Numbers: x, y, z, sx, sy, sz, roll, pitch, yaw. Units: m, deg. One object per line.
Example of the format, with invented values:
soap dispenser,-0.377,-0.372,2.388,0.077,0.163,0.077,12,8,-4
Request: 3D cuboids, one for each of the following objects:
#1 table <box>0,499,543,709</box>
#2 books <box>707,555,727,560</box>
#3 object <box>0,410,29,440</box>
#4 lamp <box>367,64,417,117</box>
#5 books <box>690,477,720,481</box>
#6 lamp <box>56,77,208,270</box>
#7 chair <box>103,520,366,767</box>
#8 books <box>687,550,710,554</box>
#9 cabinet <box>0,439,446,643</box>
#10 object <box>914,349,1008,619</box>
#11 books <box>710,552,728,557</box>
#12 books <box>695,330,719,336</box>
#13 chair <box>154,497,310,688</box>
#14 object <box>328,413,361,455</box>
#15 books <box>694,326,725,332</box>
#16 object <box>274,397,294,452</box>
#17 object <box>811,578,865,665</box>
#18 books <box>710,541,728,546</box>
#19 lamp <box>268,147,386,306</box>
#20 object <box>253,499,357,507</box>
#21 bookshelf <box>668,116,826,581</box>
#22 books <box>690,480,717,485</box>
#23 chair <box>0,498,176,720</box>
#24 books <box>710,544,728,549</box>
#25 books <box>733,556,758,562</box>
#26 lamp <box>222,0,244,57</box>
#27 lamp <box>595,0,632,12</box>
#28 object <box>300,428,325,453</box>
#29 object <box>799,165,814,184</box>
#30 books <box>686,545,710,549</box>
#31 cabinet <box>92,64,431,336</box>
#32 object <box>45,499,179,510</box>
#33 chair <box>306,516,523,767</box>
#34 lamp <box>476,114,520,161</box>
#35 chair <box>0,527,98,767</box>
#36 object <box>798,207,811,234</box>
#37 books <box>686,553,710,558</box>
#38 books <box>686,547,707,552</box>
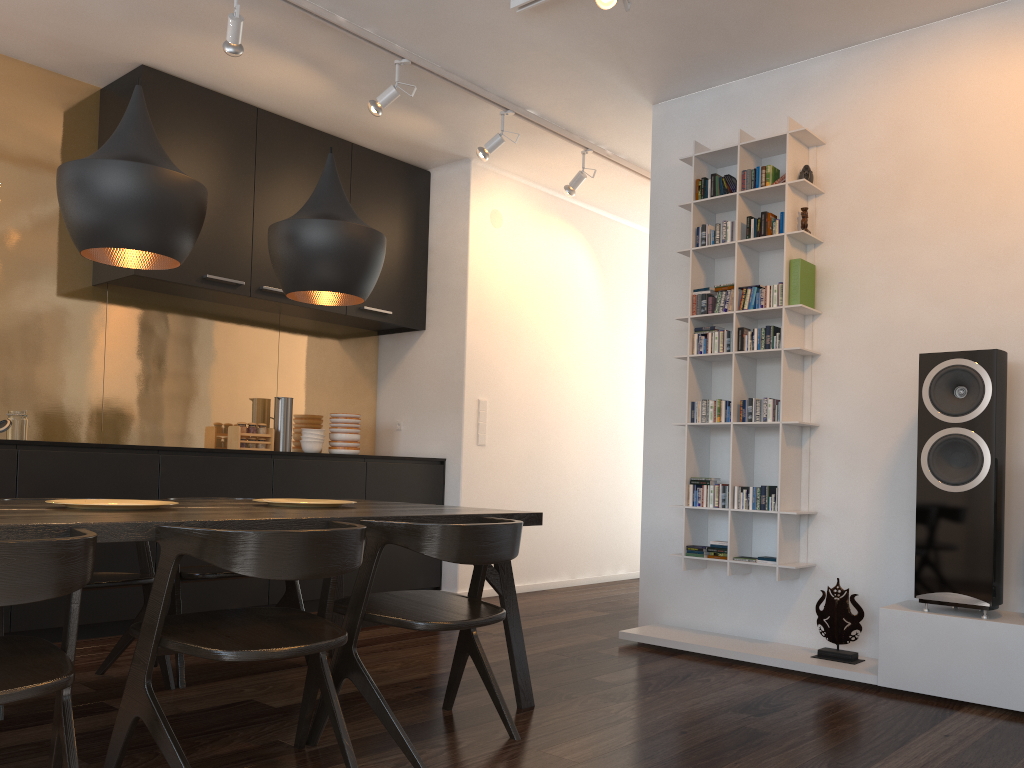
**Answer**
table,-1.135,0.700,2.562,1.107,0.677,2.509,-2,-7,41
books,0.979,0.811,4.140,0.107,0.016,0.069,-3,-7,41
object,-2.334,0.192,4.142,0.088,0.151,0.177,1,-4,19
lamp,-0.569,-1.407,4.239,0.250,0.239,0.085,1,-2,13
books,0.930,0.456,4.245,0.111,0.012,0.093,-3,-7,41
lamp,-1.114,-0.637,2.615,0.411,0.539,0.412,1,-3,18
chair,-0.656,0.688,2.241,0.520,0.669,0.595,-1,-4,42
books,0.891,0.800,4.216,0.092,0.014,0.070,-3,-7,41
cabinet,-2.382,0.702,3.989,0.733,0.897,5.081,-1,-6,42
object,1.766,0.388,3.450,0.295,1.000,0.281,0,-2,42
books,0.983,0.795,4.133,0.092,0.014,0.070,-3,-7,41
books,0.953,-0.243,4.265,0.111,0.012,0.093,-3,-7,41
chair,-1.145,0.802,3.553,0.520,0.669,0.595,-1,-4,41
object,-1.073,0.326,5.671,0.197,0.263,0.199,1,-3,16
books,0.955,-0.259,4.270,0.111,0.022,0.096,-3,-7,41
object,-1.393,0.255,5.428,0.114,0.339,0.165,0,-3,45
object,1.403,1.008,3.799,0.213,0.349,0.122,0,-3,42
books,0.986,0.744,4.136,0.092,0.014,0.070,-3,-7,41
lamp,-0.651,-0.571,3.137,0.411,0.539,0.412,2,-3,-1
object,-0.720,0.416,3.082,0.356,0.016,0.357,-4,-8,45
bookshelf,1.100,-0.142,4.171,0.639,2.069,0.227,0,-2,42
books,0.917,0.472,4.233,0.107,0.023,0.069,-3,-7,41
chair,-1.548,0.745,3.098,0.520,0.669,0.595,-1,-4,40
books,0.985,0.758,4.135,0.092,0.014,0.070,-3,-7,41
books,1.094,0.808,4.081,0.111,0.012,0.093,-3,-7,41
lamp,-1.357,-0.617,4.347,0.089,1.842,1.840,2,-3,-14
lamp,0.380,-1.472,3.281,0.085,0.239,0.251,1,-4,24
object,-1.243,0.357,5.513,0.158,0.159,0.154,3,-4,-20
object,1.334,-0.942,4.009,0.064,0.100,0.060,1,-3,18
books,0.895,0.777,4.214,0.107,0.009,0.069,-3,-7,41
cabinet,-1.370,-0.961,5.251,0.532,1.047,1.962,0,-5,42
object,-1.163,0.353,2.583,0.355,0.016,0.357,-1,-6,22
chair,-0.250,0.746,2.699,0.520,0.669,0.595,-1,-4,40
lamp,-0.071,-1.336,4.803,0.250,0.239,0.085,1,-2,18
chair,-1.105,0.624,1.727,0.520,0.669,0.595,-1,-4,40
object,1.325,-0.733,4.002,0.045,0.139,0.064,1,-2,33
books,0.890,0.814,4.215,0.098,0.015,0.074,-3,-7,41
books,0.890,0.787,4.216,0.092,0.015,0.070,-3,-7,41
